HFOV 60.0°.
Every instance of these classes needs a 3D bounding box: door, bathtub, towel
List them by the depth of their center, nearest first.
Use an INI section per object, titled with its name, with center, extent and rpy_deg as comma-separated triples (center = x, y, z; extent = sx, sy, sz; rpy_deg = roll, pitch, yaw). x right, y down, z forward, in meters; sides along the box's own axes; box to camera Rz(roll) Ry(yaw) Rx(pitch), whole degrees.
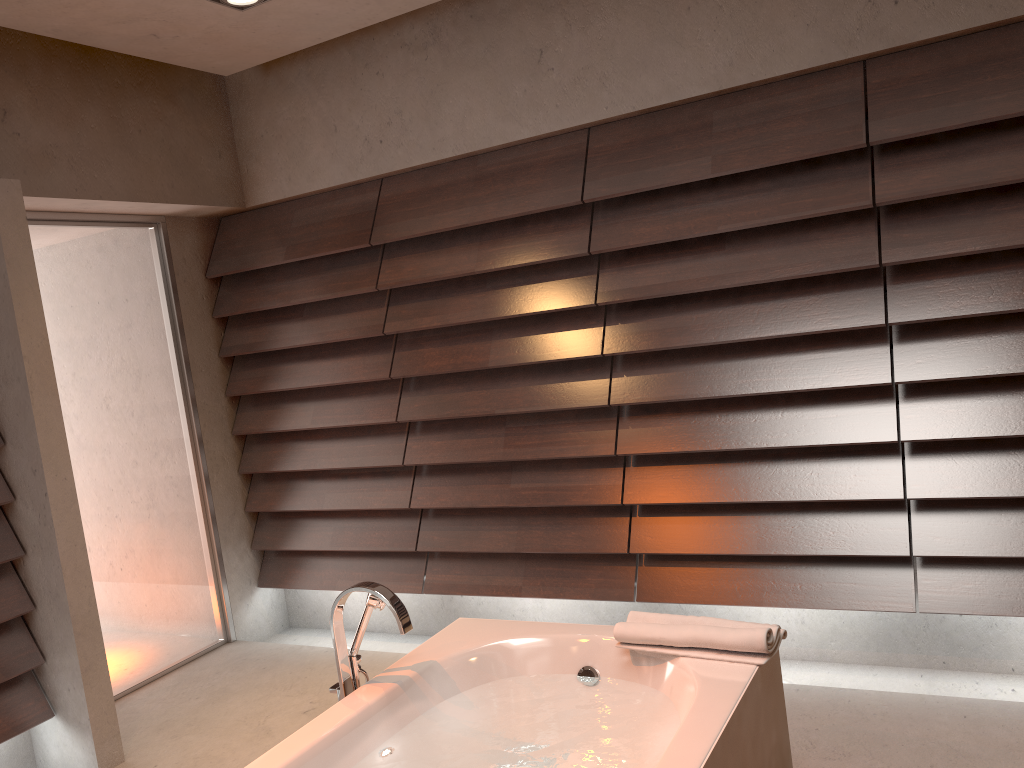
[bathtub]
center = -0.256, 0.892, 1.497
extent = 0.994, 0.761, 2.000
rpy_deg = -5, 5, 29
[towel]
center = 0.438, 0.588, 2.115
extent = 0.396, 0.068, 0.159
rpy_deg = -5, 6, 35
[door]
center = -1.716, 0.295, 3.693
extent = 0.090, 2.000, 1.007
rpy_deg = -5, 5, 29

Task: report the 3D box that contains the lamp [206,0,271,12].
[lamp]
center = -0.897, -1.301, 2.942
extent = 0.170, 0.051, 0.165
rpy_deg = -5, 5, 29
